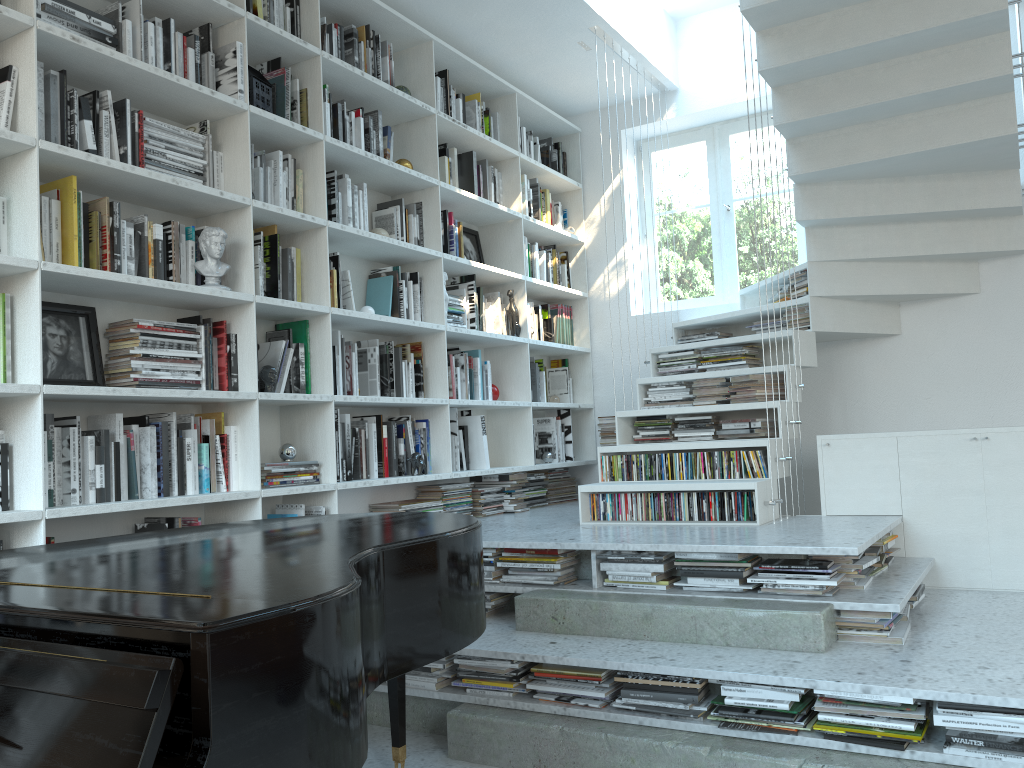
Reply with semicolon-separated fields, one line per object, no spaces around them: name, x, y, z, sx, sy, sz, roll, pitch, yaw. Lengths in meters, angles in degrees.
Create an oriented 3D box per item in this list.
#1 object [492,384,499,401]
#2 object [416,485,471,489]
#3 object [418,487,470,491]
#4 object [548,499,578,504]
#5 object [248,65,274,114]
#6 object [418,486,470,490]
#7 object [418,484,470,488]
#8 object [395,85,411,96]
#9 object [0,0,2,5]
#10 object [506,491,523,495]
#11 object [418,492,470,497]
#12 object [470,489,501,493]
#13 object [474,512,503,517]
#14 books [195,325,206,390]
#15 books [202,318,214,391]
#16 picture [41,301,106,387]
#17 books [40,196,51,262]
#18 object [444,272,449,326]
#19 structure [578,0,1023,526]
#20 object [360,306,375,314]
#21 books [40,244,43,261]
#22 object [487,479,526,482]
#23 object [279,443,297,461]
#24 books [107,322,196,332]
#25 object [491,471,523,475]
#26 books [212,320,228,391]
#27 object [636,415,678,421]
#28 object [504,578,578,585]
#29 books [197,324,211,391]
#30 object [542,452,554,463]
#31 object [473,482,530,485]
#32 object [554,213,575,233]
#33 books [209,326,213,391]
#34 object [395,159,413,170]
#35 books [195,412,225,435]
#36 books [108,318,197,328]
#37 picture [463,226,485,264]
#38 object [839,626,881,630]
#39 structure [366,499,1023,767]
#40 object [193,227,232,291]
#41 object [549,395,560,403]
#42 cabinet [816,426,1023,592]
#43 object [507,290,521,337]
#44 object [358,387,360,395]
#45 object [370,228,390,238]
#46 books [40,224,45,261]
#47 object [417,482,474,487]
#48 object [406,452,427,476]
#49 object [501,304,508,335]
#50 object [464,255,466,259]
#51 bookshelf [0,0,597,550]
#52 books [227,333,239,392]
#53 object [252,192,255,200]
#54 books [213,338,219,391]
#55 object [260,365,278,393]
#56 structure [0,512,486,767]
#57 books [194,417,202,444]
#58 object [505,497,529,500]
object;-0.130;0.055;5.080;0.115;0.116;0.115;-3;-4;8
object;-0.361;0.545;4.695;0.159;0.005;0.285;-5;-5;30
object;-0.360;0.556;4.694;0.161;0.005;0.254;-5;-5;30
object;0.236;0.752;5.688;0.206;0.007;0.368;-6;-5;40
object;-1.058;-1.176;3.586;0.135;0.248;0.135;-4;-4;20
object;-0.360;0.550;4.694;0.161;0.005;0.254;-5;-5;30
object;-0.359;0.539;4.694;0.161;0.005;0.254;-5;-5;31
object;-0.555;-1.438;4.435;0.104;0.105;0.104;-2;-4;-11
object;-1.536;-1.220;2.648;0.075;0.254;0.075;-3;-3;9
object;-0.053;0.627;5.121;0.199;0.015;0.134;-5;-5;30
object;-0.360;0.583;4.690;0.161;0.005;0.254;-5;-5;30
object;-0.171;0.602;5.011;0.207;0.008;0.328;-5;-5;30
object;-0.164;0.731;5.004;0.207;0.008;0.328;-5;-5;30
books;-1.207;-0.084;3.322;0.161;0.254;0.012;-5;-4;30
books;-1.190;-0.099;3.367;0.152;0.288;0.011;-5;-4;30
picture;-1.503;-0.123;2.934;0.077;0.299;0.300;-5;-4;30
books;-1.534;-0.467;2.844;0.139;0.248;0.026;-5;-4;30
object;-0.351;-0.427;4.502;0.087;0.288;0.075;-1;-4;-24
structure;1.221;-0.770;3.983;1.955;3.379;2.614;-5;-4;30
object;-0.678;-0.330;4.157;0.071;0.072;0.071;-2;-4;-11
books;-1.542;-0.451;2.787;0.156;0.208;0.053;-5;-4;30
object;-0.063;0.557;5.113;0.259;0.005;0.141;-5;-5;34
object;-0.908;0.276;3.587;0.071;0.072;0.071;-2;-4;-11
books;-1.294;-0.198;3.195;0.161;0.012;0.254;-5;-4;27
object;-0.058;0.512;5.127;0.210;0.015;0.130;-5;-4;29
books;-1.157;-0.094;3.398;0.186;0.279;0.011;-5;-4;30
object;0.765;0.178;4.665;0.174;0.025;0.161;-5;-5;34
object;0.118;0.796;3.597;0.266;0.010;0.145;-5;-4;26
books;-1.199;-0.088;3.331;0.184;0.260;0.011;-5;-4;30
object;0.223;0.454;5.474;0.071;0.072;0.071;-2;-4;-11
object;-0.061;0.573;5.115;0.295;0.004;0.144;-5;-4;28
object;0.321;-1.035;5.791;0.203;0.137;0.095;1;-5;-43
books;-1.196;-0.084;3.356;0.163;0.256;0.013;-5;-4;30
object;-0.543;-1.070;4.417;0.100;0.101;0.100;-3;-4;8
books;-1.152;0.261;3.387;0.149;0.300;0.011;-5;-4;30
books;-1.293;-0.210;3.195;0.161;0.012;0.254;-5;-5;34
picture;-0.257;-0.766;5.140;0.077;0.299;0.300;-5;-4;30
object;1.188;0.802;2.985;0.140;0.004;0.204;-5;-5;33
structure;0.904;0.943;3.964;3.114;0.659;2.900;-5;-5;30
object;-1.109;-0.454;3.275;0.138;0.243;0.137;-2;-3;-4
object;0.282;0.111;5.859;0.071;0.072;0.071;-2;-4;-11
cabinet;1.939;0.536;3.937;0.993;0.667;0.551;-5;-4;30
object;0.005;-0.400;5.141;0.087;0.288;0.075;-1;-4;-24
object;-0.735;0.037;4.079;0.071;0.072;0.071;-2;-4;-11
object;-0.653;-0.707;4.341;0.111;0.113;0.112;-3;-4;8
books;-1.544;-0.466;2.810;0.162;0.242;0.042;-5;-4;30
object;-0.351;0.533;4.689;0.159;0.005;0.285;-5;-5;35
object;-0.452;0.380;4.212;0.064;0.114;0.160;-4;-4;18
object;-0.111;-0.354;5.210;0.179;0.211;0.022;-5;-4;30
object;-0.294;-0.677;4.893;0.091;0.092;0.092;-2;-4;-11
bookshelf;-1.204;-0.241;3.234;0.330;3.140;6.299;-5;-4;30
books;-1.136;-0.069;3.411;0.199;0.229;0.034;-5;-4;30
object;-1.048;-0.732;3.486;0.071;0.072;0.071;-2;-4;-11
books;-1.179;-0.063;3.392;0.132;0.217;0.021;-5;-4;30
object;-0.943;-0.017;3.449;0.079;0.113;0.054;-5;-4;29
structure;-0.613;0.788;2.011;1.335;0.832;1.919;-5;-4;30
books;-1.205;0.267;3.313;0.132;0.284;0.010;-5;-4;30
object;-0.055;0.660;5.113;0.294;0.007;0.132;-5;-5;33
